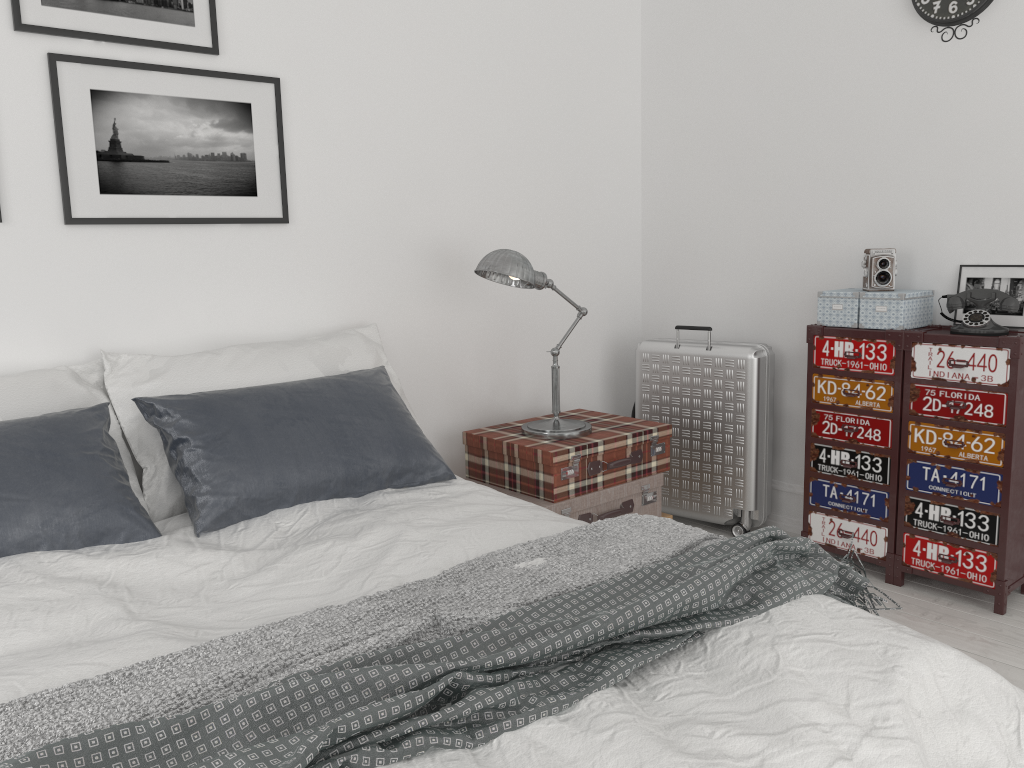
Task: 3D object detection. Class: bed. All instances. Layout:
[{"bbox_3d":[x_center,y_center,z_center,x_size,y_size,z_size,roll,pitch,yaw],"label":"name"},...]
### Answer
[{"bbox_3d":[-0.486,0.537,1.852,2.217,0.926,2.473,-9,12,-40],"label":"bed"}]

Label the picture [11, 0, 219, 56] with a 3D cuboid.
[{"bbox_3d":[-1.179,-1.227,2.649,0.592,0.403,0.015,-9,12,-40],"label":"picture"}]

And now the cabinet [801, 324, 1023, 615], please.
[{"bbox_3d":[1.480,0.260,3.260,0.281,0.942,0.762,-9,12,-40],"label":"cabinet"}]

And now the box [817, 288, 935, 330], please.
[{"bbox_3d":[1.355,-0.283,3.314,0.242,0.131,0.332,-9,12,-40],"label":"box"}]

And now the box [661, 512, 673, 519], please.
[{"bbox_3d":[0.240,0.628,3.523,0.647,0.185,0.537,-9,12,-40],"label":"box"}]

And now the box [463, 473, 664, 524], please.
[{"bbox_3d":[0.193,0.453,3.458,0.647,0.185,0.537,-9,12,-40],"label":"box"}]

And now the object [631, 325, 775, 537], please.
[{"bbox_3d":[0.827,0.183,3.948,0.647,0.902,0.208,6,12,39],"label":"object"}]

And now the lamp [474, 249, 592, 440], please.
[{"bbox_3d":[0.097,-0.150,3.283,0.488,0.699,0.269,-9,12,-40],"label":"lamp"}]

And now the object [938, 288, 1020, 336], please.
[{"bbox_3d":[1.596,-0.251,3.044,0.181,0.155,0.216,-3,9,-11],"label":"object"}]

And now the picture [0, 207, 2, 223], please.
[{"bbox_3d":[-1.664,-0.825,2.278,0.545,0.810,0.015,-9,12,-40],"label":"picture"}]

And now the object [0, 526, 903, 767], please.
[{"bbox_3d":[-0.056,0.613,1.378,2.154,0.377,0.536,-9,11,-38],"label":"object"}]

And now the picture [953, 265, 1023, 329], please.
[{"bbox_3d":[1.696,-0.309,3.119,0.037,0.218,0.254,-9,12,-40],"label":"picture"}]

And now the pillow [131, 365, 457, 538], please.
[{"bbox_3d":[-0.625,0.171,2.646,0.842,0.339,0.405,-9,12,-40],"label":"pillow"}]

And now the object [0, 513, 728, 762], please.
[{"bbox_3d":[-0.312,0.680,1.659,2.236,0.500,0.521,-8,11,-37],"label":"object"}]

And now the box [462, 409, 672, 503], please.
[{"bbox_3d":[0.228,0.264,3.469,0.647,0.185,0.537,-9,12,-40],"label":"box"}]

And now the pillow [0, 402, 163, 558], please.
[{"bbox_3d":[-1.306,0.279,2.078,0.837,0.329,0.405,-9,12,-40],"label":"pillow"}]

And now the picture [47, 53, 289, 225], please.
[{"bbox_3d":[-1.058,-0.756,2.820,0.720,0.486,0.015,-9,12,-40],"label":"picture"}]

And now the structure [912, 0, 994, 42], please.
[{"bbox_3d":[1.542,-1.421,3.088,0.043,0.427,0.330,-9,12,-40],"label":"structure"}]

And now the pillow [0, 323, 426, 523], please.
[{"bbox_3d":[-1.097,0.149,2.522,1.965,0.529,0.465,-9,12,-41],"label":"pillow"}]

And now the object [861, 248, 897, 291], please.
[{"bbox_3d":[1.365,-0.424,3.282,0.121,0.157,0.117,0,9,8],"label":"object"}]
